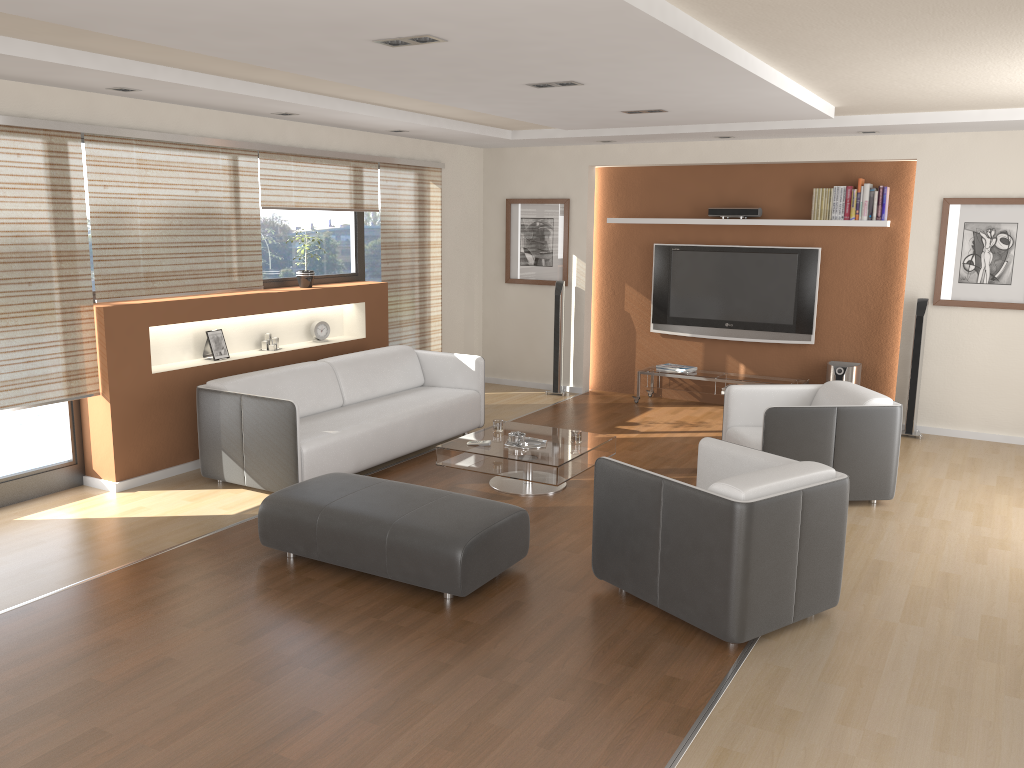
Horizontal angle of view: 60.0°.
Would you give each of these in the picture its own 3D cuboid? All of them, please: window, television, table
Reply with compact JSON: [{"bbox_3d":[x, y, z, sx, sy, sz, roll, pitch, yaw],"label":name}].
[{"bbox_3d":[-3.116,-0.443,5.299,0.010,2.093,0.889,7,12,29],"label":"window"},{"bbox_3d":[-1.184,-1.003,8.642,0.010,2.162,0.889,7,12,29],"label":"window"},{"bbox_3d":[2.111,-0.873,8.513,1.594,0.900,0.097,7,12,29],"label":"television"},{"bbox_3d":[-2.142,-1.274,6.871,0.010,0.986,2.817,7,12,29],"label":"window"},{"bbox_3d":[0.110,0.534,6.024,0.900,0.300,0.900,7,12,29],"label":"table"}]

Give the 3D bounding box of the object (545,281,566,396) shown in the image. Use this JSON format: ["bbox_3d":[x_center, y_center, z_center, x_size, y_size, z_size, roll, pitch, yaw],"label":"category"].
[{"bbox_3d":[0.483,-0.470,9.101,0.228,1.165,0.215,5,11,24],"label":"object"}]

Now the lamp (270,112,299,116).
[{"bbox_3d":[-1.653,-2.006,6.453,0.146,0.087,0.146,7,12,29],"label":"lamp"}]

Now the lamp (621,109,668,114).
[{"bbox_3d":[0.907,-1.903,6.055,0.291,0.087,0.146,7,12,29],"label":"lamp"}]

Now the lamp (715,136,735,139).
[{"bbox_3d":[1.880,-2.217,7.819,0.146,0.087,0.146,7,12,29],"label":"lamp"}]

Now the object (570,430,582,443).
[{"bbox_3d":[0.433,0.355,5.977,0.079,0.077,0.079,4,11,18],"label":"object"}]

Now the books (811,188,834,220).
[{"bbox_3d":[2.793,-1.606,7.936,0.167,0.275,0.195,7,12,29],"label":"books"}]

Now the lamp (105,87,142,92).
[{"bbox_3d":[-2.322,-1.801,5.298,0.146,0.087,0.146,7,12,29],"label":"lamp"}]

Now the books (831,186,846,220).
[{"bbox_3d":[2.913,-1.603,7.871,0.104,0.295,0.146,7,12,29],"label":"books"}]

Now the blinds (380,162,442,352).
[{"bbox_3d":[-0.948,-0.982,8.507,0.001,2.200,0.980,7,12,29],"label":"blinds"}]

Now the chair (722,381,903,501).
[{"bbox_3d":[1.967,0.372,5.900,0.919,0.706,0.767,0,11,-5],"label":"chair"}]

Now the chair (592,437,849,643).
[{"bbox_3d":[0.966,0.656,4.174,0.767,0.661,0.919,-7,13,-35],"label":"chair"}]

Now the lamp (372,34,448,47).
[{"bbox_3d":[-0.431,-1.492,3.746,0.291,0.087,0.146,7,12,29],"label":"lamp"}]

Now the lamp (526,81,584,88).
[{"bbox_3d":[0.238,-1.697,4.901,0.291,0.087,0.146,7,12,29],"label":"lamp"}]

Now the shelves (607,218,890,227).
[{"bbox_3d":[2.134,-1.522,8.329,2.612,0.050,0.200,7,12,29],"label":"shelves"}]

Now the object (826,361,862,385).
[{"bbox_3d":[2.971,0.078,8.012,0.286,0.518,0.323,7,12,29],"label":"object"}]

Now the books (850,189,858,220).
[{"bbox_3d":[3.017,-1.574,7.801,0.041,0.266,0.186,7,12,29],"label":"books"}]

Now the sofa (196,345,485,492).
[{"bbox_3d":[-1.173,0.174,6.647,0.919,0.661,2.238,7,12,29],"label":"sofa"}]

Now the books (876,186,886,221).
[{"bbox_3d":[3.204,-1.568,7.704,0.041,0.293,0.169,7,12,29],"label":"books"}]

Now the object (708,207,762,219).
[{"bbox_3d":[2.094,-1.603,8.333,0.470,0.109,0.182,7,12,29],"label":"object"}]

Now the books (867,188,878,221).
[{"bbox_3d":[3.147,-1.568,7.744,0.041,0.278,0.157,7,12,29],"label":"books"}]

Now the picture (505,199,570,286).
[{"bbox_3d":[0.256,-1.477,9.228,0.734,0.884,0.025,7,12,29],"label":"picture"}]

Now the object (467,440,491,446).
[{"bbox_3d":[-0.220,0.390,5.878,0.158,0.029,0.064,3,11,11],"label":"object"}]

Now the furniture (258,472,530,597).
[{"bbox_3d":[-0.620,0.731,4.626,1.291,0.301,0.685,7,12,29],"label":"furniture"}]

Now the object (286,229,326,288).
[{"bbox_3d":[-1.664,-1.027,7.264,0.342,0.477,0.268,4,11,19],"label":"object"}]

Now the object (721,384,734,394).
[{"bbox_3d":[2.228,0.068,8.359,0.435,0.052,0.274,7,12,29],"label":"object"}]

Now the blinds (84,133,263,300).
[{"bbox_3d":[-2.265,-1.144,6.117,0.001,1.044,1.432,7,12,29],"label":"blinds"}]

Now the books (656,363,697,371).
[{"bbox_3d":[1.613,-0.169,8.690,0.326,0.017,0.228,10,14,40],"label":"books"}]

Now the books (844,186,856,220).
[{"bbox_3d":[2.981,-1.594,7.828,0.053,0.293,0.169,7,12,29],"label":"books"}]

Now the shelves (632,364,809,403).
[{"bbox_3d":[1.980,0.072,8.533,1.617,0.340,0.444,7,12,29],"label":"shelves"}]

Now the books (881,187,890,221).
[{"bbox_3d":[3.235,-1.561,7.687,0.029,0.286,0.169,7,12,29],"label":"books"}]

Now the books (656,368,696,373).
[{"bbox_3d":[1.613,-0.144,8.695,0.326,0.017,0.228,7,12,32],"label":"books"}]

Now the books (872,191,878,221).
[{"bbox_3d":[3.174,-1.549,7.725,0.028,0.248,0.169,7,12,29],"label":"books"}]

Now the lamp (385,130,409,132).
[{"bbox_3d":[-0.985,-2.212,7.608,0.146,0.087,0.146,7,12,29],"label":"lamp"}]

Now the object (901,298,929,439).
[{"bbox_3d":[3.406,-0.134,7.468,0.228,1.165,0.215,8,13,34],"label":"object"}]

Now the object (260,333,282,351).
[{"bbox_3d":[-1.922,-0.338,7.051,0.141,0.131,0.141,2,11,7],"label":"object"}]

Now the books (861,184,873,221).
[{"bbox_3d":[3.102,-1.588,7.754,0.050,0.313,0.179,7,12,29],"label":"books"}]

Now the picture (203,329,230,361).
[{"bbox_3d":[-2.185,-0.290,6.540,0.133,0.216,0.159,5,11,24],"label":"picture"}]

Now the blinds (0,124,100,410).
[{"bbox_3d":[-2.876,-0.666,5.121,0.001,1.635,0.980,7,12,29],"label":"blinds"}]

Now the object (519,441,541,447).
[{"bbox_3d":[0.122,0.393,5.853,0.147,0.035,0.051,-3,11,-19],"label":"object"}]

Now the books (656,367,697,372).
[{"bbox_3d":[1.613,-0.156,8.693,0.228,0.017,0.326,-9,14,-42],"label":"books"}]

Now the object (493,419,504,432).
[{"bbox_3d":[-0.098,0.295,6.267,0.079,0.077,0.079,4,11,18],"label":"object"}]

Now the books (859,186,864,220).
[{"bbox_3d":[3.074,-1.583,7.778,0.022,0.293,0.167,7,12,29],"label":"books"}]

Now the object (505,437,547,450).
[{"bbox_3d":[0.095,0.395,5.917,0.315,0.011,0.273,8,13,36],"label":"object"}]

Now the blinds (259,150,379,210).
[{"bbox_3d":[-1.546,-1.660,7.297,0.001,0.441,1.432,7,12,29],"label":"blinds"}]

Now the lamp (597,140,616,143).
[{"bbox_3d":[0.894,-2.330,8.369,0.146,0.087,0.146,7,12,29],"label":"lamp"}]

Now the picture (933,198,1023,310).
[{"bbox_3d":[3.869,-1.061,7.209,0.734,0.884,0.025,7,12,29],"label":"picture"}]

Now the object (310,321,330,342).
[{"bbox_3d":[-1.631,-0.449,7.545,0.096,0.176,0.160,11,15,44],"label":"object"}]

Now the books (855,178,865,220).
[{"bbox_3d":[3.052,-1.617,7.783,0.028,0.358,0.169,7,12,29],"label":"books"}]

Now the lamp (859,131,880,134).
[{"bbox_3d":[2.917,-2.097,7.239,0.146,0.087,0.146,7,12,29],"label":"lamp"}]

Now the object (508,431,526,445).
[{"bbox_3d":[0.034,0.357,5.918,0.118,0.079,0.117,8,13,36],"label":"object"}]
